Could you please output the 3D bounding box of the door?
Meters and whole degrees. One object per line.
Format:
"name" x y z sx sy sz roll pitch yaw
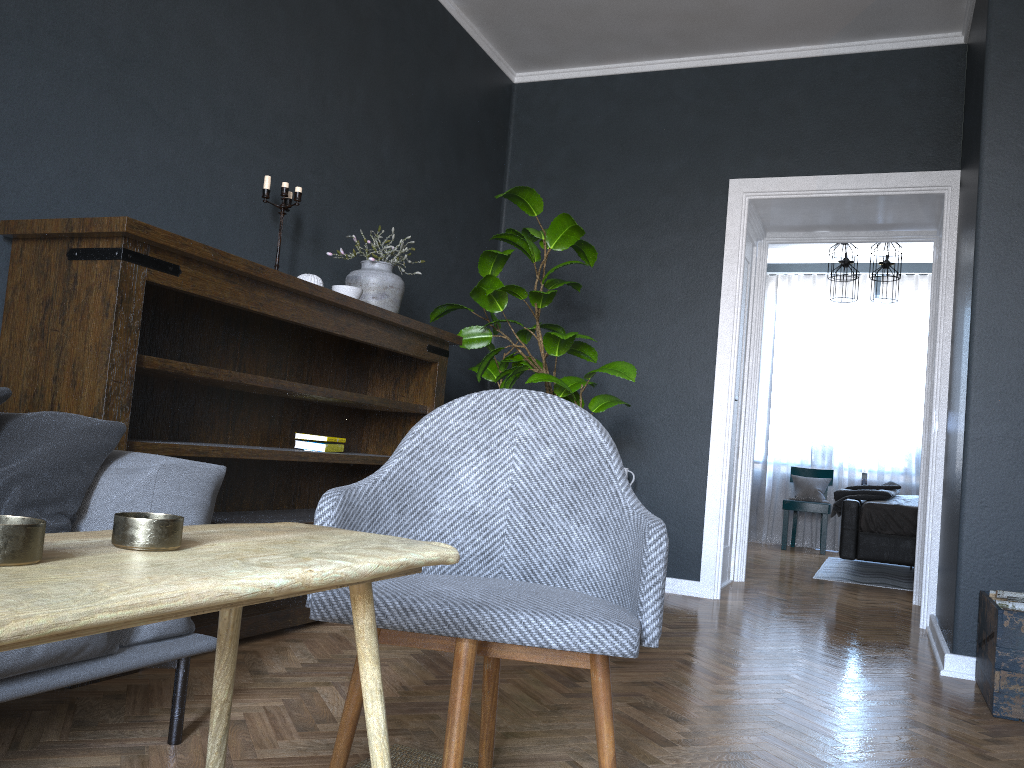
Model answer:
"door" 1.290 0.105 5.270 0.162 2.184 0.858 3 -4 23

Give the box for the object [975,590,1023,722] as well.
"object" 1.756 0.891 2.886 0.383 0.326 0.553 3 -5 23

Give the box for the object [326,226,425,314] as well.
"object" -0.565 -0.470 3.662 0.385 0.412 0.275 5 -4 1

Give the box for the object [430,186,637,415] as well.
"object" 0.068 0.061 4.143 1.118 1.897 0.764 4 -4 17

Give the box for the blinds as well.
"blinds" 3.616 0.285 8.790 3.991 2.786 0.313 3 -4 23

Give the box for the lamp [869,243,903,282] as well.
"lamp" 2.841 -1.173 6.702 0.210 0.769 0.210 2 -5 37

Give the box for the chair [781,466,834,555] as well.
"chair" 2.859 1.206 8.564 0.435 0.798 0.593 3 -4 23

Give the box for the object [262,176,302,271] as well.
"object" -0.870 -0.542 3.262 0.130 0.437 0.145 7 -4 -31

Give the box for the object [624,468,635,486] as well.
"object" 0.497 0.567 4.735 0.229 0.267 0.228 8 -5 -33

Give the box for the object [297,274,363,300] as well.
"object" -0.689 -0.353 3.336 0.255 0.103 0.118 6 -4 -12

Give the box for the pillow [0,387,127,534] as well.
"pillow" -1.148 0.118 1.626 0.442 0.361 0.798 1 -6 41

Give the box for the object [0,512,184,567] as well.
"object" -0.421 0.125 0.724 0.103 0.033 0.369 2 -5 33

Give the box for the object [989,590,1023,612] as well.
"object" 1.767 0.816 2.890 0.369 0.246 0.534 3 -5 23

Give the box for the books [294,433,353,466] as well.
"books" -0.734 0.258 3.469 0.174 0.113 0.197 4 -4 12

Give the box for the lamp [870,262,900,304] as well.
"lamp" 3.216 -1.078 7.612 0.210 0.746 0.210 2 -5 37

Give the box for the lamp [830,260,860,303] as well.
"lamp" 2.811 -1.099 7.447 0.210 0.803 0.210 2 -5 37

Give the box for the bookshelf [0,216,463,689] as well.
"bookshelf" -0.844 0.259 3.125 0.450 1.171 1.921 3 -5 23

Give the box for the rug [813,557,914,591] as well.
"rug" 3.138 1.492 6.795 1.458 0.013 2.048 3 -5 23

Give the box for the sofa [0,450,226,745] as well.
"sofa" -1.451 0.226 1.063 0.970 0.797 2.343 3 -5 22

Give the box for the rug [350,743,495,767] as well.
"rug" -0.184 0.723 0.859 1.003 0.013 2.014 3 -5 23

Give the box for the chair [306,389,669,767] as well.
"chair" -0.053 0.394 1.706 0.645 0.810 0.495 5 -4 1

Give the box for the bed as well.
"bed" 3.674 0.945 6.662 2.374 1.160 2.269 3 -5 23

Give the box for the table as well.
"table" -0.369 0.429 0.819 0.339 0.549 0.789 3 -5 23

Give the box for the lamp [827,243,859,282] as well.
"lamp" 2.663 -1.190 7.094 0.210 0.713 0.210 2 -5 37
